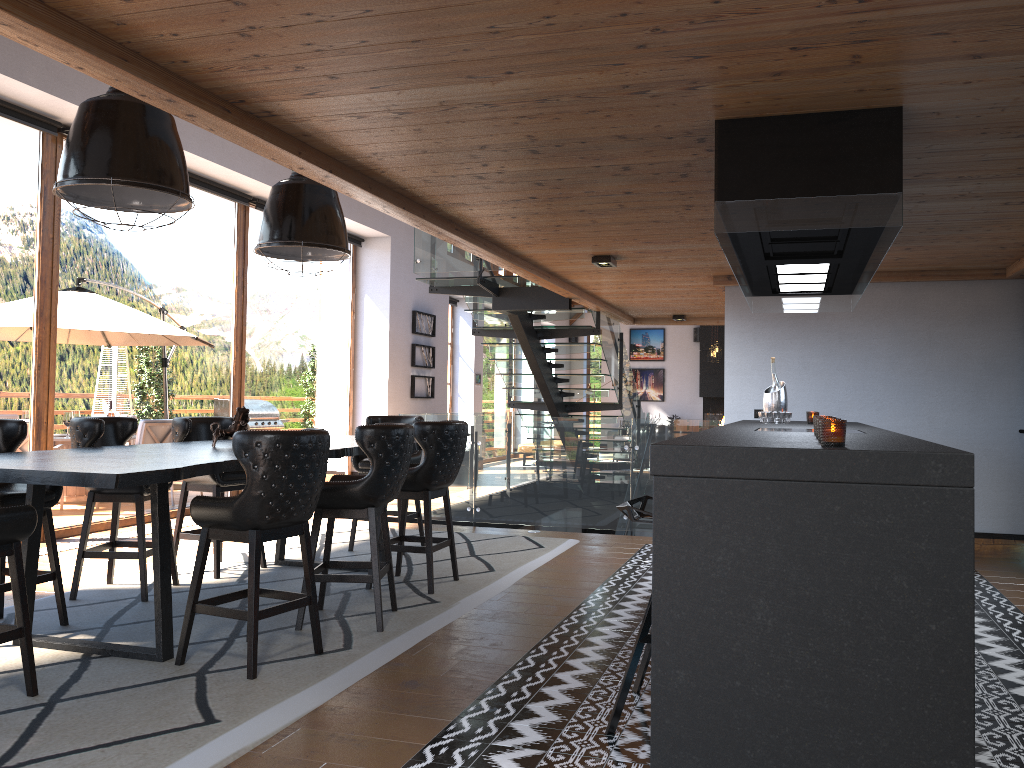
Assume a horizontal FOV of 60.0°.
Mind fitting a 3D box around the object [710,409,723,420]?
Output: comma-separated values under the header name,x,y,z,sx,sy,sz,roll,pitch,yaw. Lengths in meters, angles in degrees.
name,x,y,z,sx,sy,sz,roll,pitch,yaw
object,4.246,0.886,17.970,0.402,0.808,0.626,0,-2,28

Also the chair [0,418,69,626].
name,x,y,z,sx,sy,sz,roll,pitch,yaw
chair,-2.653,0.727,4.494,0.564,1.092,0.507,0,-2,16

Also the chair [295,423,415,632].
name,x,y,z,sx,sy,sz,roll,pitch,yaw
chair,-0.829,0.762,4.864,0.568,1.092,0.504,1,-2,1

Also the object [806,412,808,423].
name,x,y,z,sx,sy,sz,roll,pitch,yaw
object,2.128,0.237,6.283,0.080,0.081,0.078,1,-2,-18

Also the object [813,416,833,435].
name,x,y,z,sx,sy,sz,roll,pitch,yaw
object,1.308,0.174,3.731,0.080,0.081,0.078,2,-2,-28

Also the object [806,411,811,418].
name,x,y,z,sx,sy,sz,roll,pitch,yaw
object,2.186,0.242,6.465,0.080,0.081,0.078,1,-2,-18

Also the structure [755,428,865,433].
name,x,y,z,sx,sy,sz,roll,pitch,yaw
structure,1.480,0.240,4.419,0.501,0.017,0.614,0,-1,17

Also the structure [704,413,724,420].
name,x,y,z,sx,sy,sz,roll,pitch,yaw
structure,5.045,0.963,20.984,0.976,0.514,0.184,0,-2,17

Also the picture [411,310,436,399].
name,x,y,z,sx,sy,sz,roll,pitch,yaw
picture,-1.357,-0.436,13.608,0.059,1.313,0.779,0,-2,18

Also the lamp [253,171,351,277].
name,x,y,z,sx,sy,sz,roll,pitch,yaw
lamp,-1.330,-3.051,5.853,0.627,4.687,0.615,2,-2,-28

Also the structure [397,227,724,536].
name,x,y,z,sx,sy,sz,roll,pitch,yaw
structure,-1.714,1.033,10.949,9.149,6.401,11.096,0,-1,17

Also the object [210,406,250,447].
name,x,y,z,sx,sy,sz,roll,pitch,yaw
object,-1.692,0.256,5.316,0.222,0.254,0.115,1,-2,-20

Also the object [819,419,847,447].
name,x,y,z,sx,sy,sz,roll,pitch,yaw
object,0.970,0.148,2.678,0.080,0.081,0.078,2,-2,-28

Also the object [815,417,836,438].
name,x,y,z,sx,sy,sz,roll,pitch,yaw
object,1.195,0.166,3.380,0.080,0.081,0.078,2,-2,-28

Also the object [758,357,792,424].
name,x,y,z,sx,sy,sz,roll,pitch,yaw
object,1.815,0.044,6.110,0.224,0.453,0.226,0,-2,17

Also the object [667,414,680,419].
name,x,y,z,sx,sy,sz,roll,pitch,yaw
object,3.917,0.950,21.440,0.337,0.455,0.337,-1,-2,43

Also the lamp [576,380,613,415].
name,x,y,z,sx,sy,sz,roll,pitch,yaw
lamp,2.006,0.732,21.104,0.521,1.900,1.337,-1,-2,38

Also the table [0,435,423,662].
name,x,y,z,sx,sy,sz,roll,pitch,yaw
table,-1.584,0.851,5.311,1.420,0.950,3.821,0,-1,18

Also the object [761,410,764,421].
name,x,y,z,sx,sy,sz,roll,pitch,yaw
object,2.016,0.250,7.018,0.080,0.081,0.078,2,-2,-38

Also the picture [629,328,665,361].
name,x,y,z,sx,sy,sz,roll,pitch,yaw
picture,3.346,-0.970,21.973,0.873,0.816,0.036,0,-2,17

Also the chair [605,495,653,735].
name,x,y,z,sx,sy,sz,roll,pitch,yaw
chair,0.653,0.882,3.464,0.466,0.840,0.542,0,-2,18

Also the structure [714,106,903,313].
name,x,y,z,sx,sy,sz,roll,pitch,yaw
structure,1.659,-0.807,5.050,0.706,0.476,3.271,0,-1,18

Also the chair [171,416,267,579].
name,x,y,z,sx,sy,sz,roll,pitch,yaw
chair,-2.090,0.779,6.198,0.563,1.092,0.509,0,-2,26

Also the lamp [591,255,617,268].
name,x,y,z,sx,sy,sz,roll,pitch,yaw
lamp,0.737,-0.983,7.074,0.154,0.068,0.263,0,-1,18

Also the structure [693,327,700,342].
name,x,y,z,sx,sy,sz,roll,pitch,yaw
structure,4.512,-1.193,21.550,0.212,0.349,0.215,0,-2,17

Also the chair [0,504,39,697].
name,x,y,z,sx,sy,sz,roll,pitch,yaw
chair,-2.181,0.712,3.358,0.501,1.092,0.571,0,-2,16

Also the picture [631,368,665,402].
name,x,y,z,sx,sy,sz,roll,pitch,yaw
picture,3.331,0.025,21.939,0.873,0.816,0.036,0,-2,17

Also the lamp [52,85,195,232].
name,x,y,z,sx,sy,sz,roll,pitch,yaw
lamp,-1.819,-3.089,4.327,0.627,4.687,0.615,2,-2,-28

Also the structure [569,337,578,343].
name,x,y,z,sx,sy,sz,roll,pitch,yaw
structure,1.561,-1.220,22.434,0.212,0.349,0.215,0,-2,17

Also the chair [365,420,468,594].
name,x,y,z,sx,sy,sz,roll,pitch,yaw
chair,-0.580,0.784,5.801,0.564,1.092,0.507,0,-2,16

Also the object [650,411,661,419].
name,x,y,z,sx,sy,sz,roll,pitch,yaw
object,3.483,0.917,21.503,0.260,0.532,0.424,1,-2,-14

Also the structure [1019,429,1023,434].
name,x,y,z,sx,sy,sz,roll,pitch,yaw
structure,4.190,0.033,6.980,0.253,0.946,0.601,0,-2,18

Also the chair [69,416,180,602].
name,x,y,z,sx,sy,sz,roll,pitch,yaw
chair,-2.404,0.749,5.431,0.568,1.092,0.504,1,-2,1

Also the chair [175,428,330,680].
name,x,y,z,sx,sy,sz,roll,pitch,yaw
chair,-1.143,0.751,4.097,0.563,1.092,0.509,0,-2,26

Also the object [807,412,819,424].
name,x,y,z,sx,sy,sz,roll,pitch,yaw
object,2.010,0.228,5.916,0.080,0.081,0.078,1,-2,-18

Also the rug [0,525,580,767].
name,x,y,z,sx,sy,sz,roll,pitch,yaw
rug,-1.434,1.313,5.588,2.534,0.047,5.667,0,-1,17

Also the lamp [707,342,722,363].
name,x,y,z,sx,sy,sz,roll,pitch,yaw
lamp,4.269,-1.561,18.701,0.261,2.203,0.805,1,-2,9

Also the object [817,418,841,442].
name,x,y,z,sx,sy,sz,roll,pitch,yaw
object,1.083,0.157,3.029,0.080,0.081,0.078,2,-2,-28

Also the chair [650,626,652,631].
name,x,y,z,sx,sy,sz,roll,pitch,yaw
chair,1.059,0.917,4.905,0.465,0.840,0.543,0,-2,23

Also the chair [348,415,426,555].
name,x,y,z,sx,sy,sz,roll,pitch,yaw
chair,-0.994,0.806,7.232,0.501,1.092,0.571,0,-2,16

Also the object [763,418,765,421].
name,x,y,z,sx,sy,sz,roll,pitch,yaw
object,1.842,0.234,6.365,0.080,0.081,0.078,1,-2,-18

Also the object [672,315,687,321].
name,x,y,z,sx,sy,sz,roll,pitch,yaw
object,2.197,-0.871,11.618,0.154,0.068,0.263,0,-1,18

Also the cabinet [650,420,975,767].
name,x,y,z,sx,sy,sz,roll,pitch,yaw
cabinet,1.567,0.793,4.820,0.883,1.104,4.831,0,-1,18
